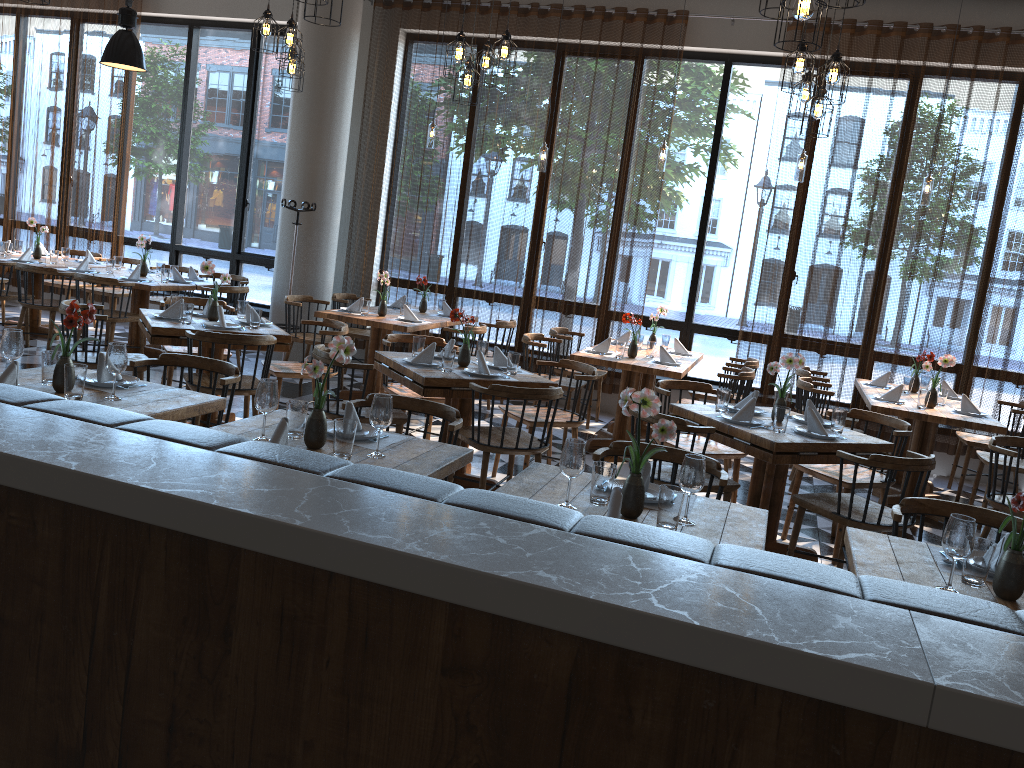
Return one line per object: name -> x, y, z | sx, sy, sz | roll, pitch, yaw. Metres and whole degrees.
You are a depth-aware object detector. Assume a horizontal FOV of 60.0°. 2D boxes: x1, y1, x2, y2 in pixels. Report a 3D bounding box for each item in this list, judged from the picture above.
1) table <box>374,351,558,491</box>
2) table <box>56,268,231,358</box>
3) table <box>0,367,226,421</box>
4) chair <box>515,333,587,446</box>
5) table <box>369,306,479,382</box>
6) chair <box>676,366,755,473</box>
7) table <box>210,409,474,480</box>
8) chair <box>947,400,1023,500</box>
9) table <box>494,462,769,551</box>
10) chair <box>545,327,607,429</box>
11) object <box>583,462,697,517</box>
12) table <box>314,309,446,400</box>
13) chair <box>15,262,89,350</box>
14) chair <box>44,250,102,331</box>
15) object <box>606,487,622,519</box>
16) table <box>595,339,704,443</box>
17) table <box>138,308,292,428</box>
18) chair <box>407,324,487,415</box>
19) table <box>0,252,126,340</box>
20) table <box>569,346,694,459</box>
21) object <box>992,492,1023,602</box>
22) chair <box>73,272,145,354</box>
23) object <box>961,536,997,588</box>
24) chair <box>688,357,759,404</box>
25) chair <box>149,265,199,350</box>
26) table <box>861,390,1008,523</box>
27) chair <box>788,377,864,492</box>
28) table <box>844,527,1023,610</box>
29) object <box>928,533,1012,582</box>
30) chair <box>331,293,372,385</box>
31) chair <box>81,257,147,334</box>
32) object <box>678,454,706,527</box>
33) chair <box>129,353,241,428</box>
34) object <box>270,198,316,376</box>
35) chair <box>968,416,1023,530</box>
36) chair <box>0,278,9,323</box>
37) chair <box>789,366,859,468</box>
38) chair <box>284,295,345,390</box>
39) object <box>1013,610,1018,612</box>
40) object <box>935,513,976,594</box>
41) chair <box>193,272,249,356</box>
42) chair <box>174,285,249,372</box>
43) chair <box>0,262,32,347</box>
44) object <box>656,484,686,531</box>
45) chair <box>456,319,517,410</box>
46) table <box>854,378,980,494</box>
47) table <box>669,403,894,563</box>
table -> -0.343, 0.267, 5.449 | 0.863, 0.760, 0.870 | 3, 9, -28
table -> -3.532, -0.641, 8.399 | 1.217, 0.760, 1.219 | 11, 9, 20
table -> -1.765, 0.408, 3.450 | 0.852, 0.760, 0.853 | 10, 9, 16
chair -> 0.310, 0.032, 7.236 | 0.551, 0.813, 0.521 | 10, 8, 16
table -> -0.905, -0.309, 8.490 | 0.852, 0.760, 0.853 | 10, 9, 16
chair -> 1.543, 0.256, 6.862 | 0.551, 0.813, 0.521 | 10, 8, 16
table -> -0.722, 0.598, 3.135 | 0.852, 0.760, 0.853 | 10, 9, 16
chair -> 3.834, 0.529, 7.048 | 0.551, 0.813, 0.521 | 10, 8, 16
table -> 0.308, 0.786, 2.823 | 0.852, 0.760, 0.853 | 10, 9, 16
chair -> 0.563, -0.067, 8.038 | 0.551, 0.813, 0.521 | 10, 8, 16
object -> 0.453, 0.315, 3.018 | 0.352, 0.136, 0.273 | 10, 9, 17
table -> -1.162, -0.208, 7.676 | 0.852, 0.760, 0.853 | 10, 9, 16
chair -> -4.062, -0.637, 7.784 | 0.520, 0.813, 0.551 | 10, 8, 16
chair -> -4.772, -1.026, 9.573 | 0.520, 0.813, 0.551 | 10, 8, 16
object -> 0.286, 0.375, 2.521 | 0.352, 0.136, 0.273 | 10, 9, 17
table -> 1.176, 0.070, 7.860 | 0.852, 0.760, 0.853 | 10, 9, 16
table -> -2.043, -0.043, 5.964 | 0.863, 0.760, 0.870 | 3, 9, -28
chair -> -0.537, -0.123, 7.492 | 0.551, 0.813, 0.521 | 10, 8, 16
table -> -4.724, -0.858, 8.760 | 1.217, 0.760, 1.219 | 11, 9, 20
table -> 0.918, 0.170, 7.046 | 0.852, 0.760, 0.853 | 10, 9, 16
object -> 1.436, 0.430, 2.439 | 0.171, 0.353, 0.157 | 9, 7, 10
chair -> -3.467, -0.528, 7.604 | 0.520, 0.813, 0.551 | 10, 8, 16
object -> 1.333, 0.513, 2.540 | 0.080, 0.131, 0.080 | 8, 8, 2
chair -> 1.797, 0.158, 7.664 | 0.551, 0.813, 0.521 | 10, 8, 16
chair -> -3.596, -0.811, 9.217 | 0.520, 0.813, 0.551 | 10, 8, 16
table -> 2.955, 0.541, 6.430 | 0.852, 0.760, 0.853 | 10, 9, 16
chair -> 2.346, 0.403, 6.619 | 0.551, 0.813, 0.521 | 10, 8, 16
table -> 1.350, 0.976, 2.507 | 0.852, 0.760, 0.853 | 10, 9, 16
object -> 1.491, 0.504, 2.704 | 0.352, 0.136, 0.273 | 10, 9, 17
chair -> -1.517, -0.446, 8.668 | 0.551, 0.813, 0.521 | 10, 8, 16
chair -> -4.210, -0.923, 9.403 | 0.520, 0.813, 0.551 | 10, 8, 16
object -> 0.556, 0.330, 2.767 | 0.081, 0.214, 0.081 | 9, 7, 8
chair -> -1.575, 0.308, 4.050 | 0.520, 0.813, 0.551 | 10, 8, 16
object -> -2.103, -0.909, 8.412 | 0.374, 1.650, 0.376 | 7, 7, -1
chair -> 3.580, 0.627, 6.246 | 0.551, 0.813, 0.521 | 10, 8, 16
chair -> -5.479, -1.023, 8.991 | 0.551, 0.813, 0.521 | 10, 8, 16
chair -> 2.600, 0.304, 7.422 | 0.551, 0.813, 0.521 | 10, 8, 16
chair -> -1.771, -0.347, 7.866 | 0.551, 0.813, 0.521 | 10, 8, 16
object -> 1.324, 0.564, 2.207 | 0.352, 0.136, 0.273 | 10, 9, 17
object -> 1.227, 0.472, 2.449 | 0.081, 0.214, 0.082 | 1, 10, -42
chair -> -3.018, -0.706, 9.042 | 0.520, 0.813, 0.551 | 10, 8, 16
chair -> -2.751, -0.526, 8.164 | 0.551, 0.813, 0.521 | 10, 8, 16
chair -> -4.677, -0.749, 7.970 | 0.520, 0.813, 0.551 | 10, 8, 16
object -> 0.474, 0.378, 2.669 | 0.080, 0.131, 0.080 | 10, 8, 16
chair -> -0.284, -0.221, 8.294 | 0.551, 0.813, 0.521 | 10, 8, 16
table -> 3.213, 0.441, 7.244 | 0.852, 0.760, 0.853 | 10, 9, 16
table -> 1.414, 0.587, 4.917 | 0.863, 0.760, 0.870 | 3, 9, -28
